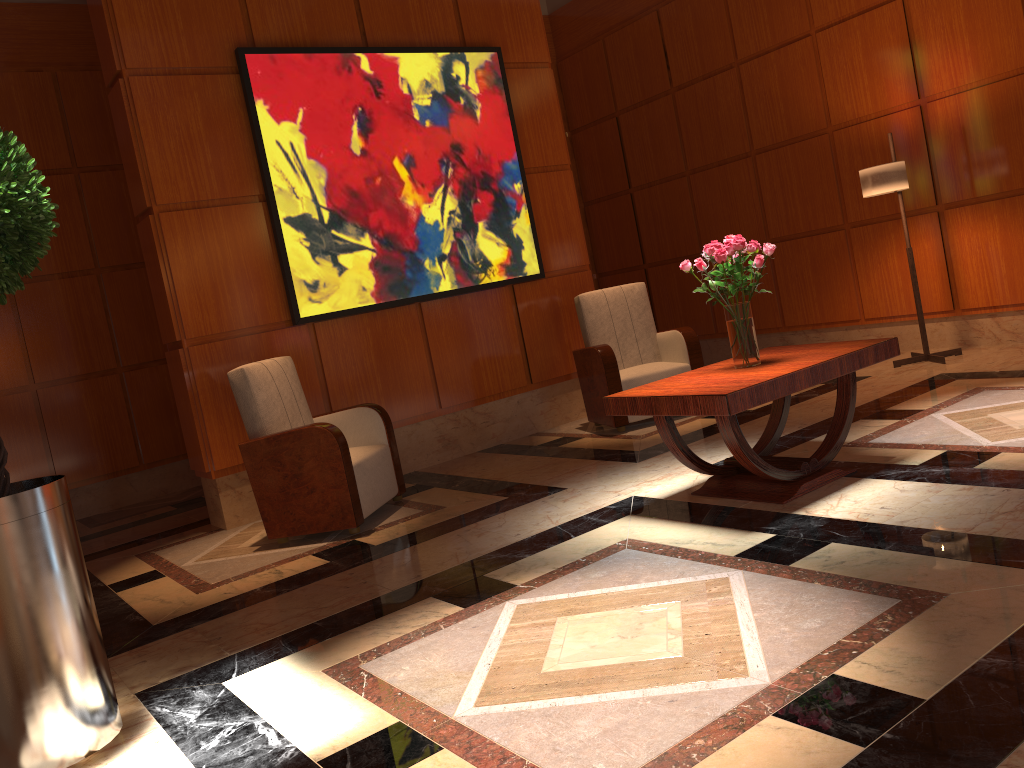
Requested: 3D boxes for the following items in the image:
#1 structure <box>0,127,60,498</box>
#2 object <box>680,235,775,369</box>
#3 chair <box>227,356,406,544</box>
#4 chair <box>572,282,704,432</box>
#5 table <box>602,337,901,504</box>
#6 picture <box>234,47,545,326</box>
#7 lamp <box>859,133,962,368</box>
[{"bbox_3d":[-1.599,-0.002,2.578,0.720,1.708,0.725,-9,5,34],"label":"structure"},{"bbox_3d":[1.006,-0.371,3.979,0.351,0.594,0.327,-12,4,-14],"label":"object"},{"bbox_3d":[-1.080,0.298,4.926,0.627,0.958,0.741,-10,4,15],"label":"chair"},{"bbox_3d":[0.871,-0.229,6.303,0.739,0.958,0.629,-12,4,-15],"label":"chair"},{"bbox_3d":[1.121,0.184,3.980,1.173,0.533,0.723,-15,6,-34],"label":"table"},{"bbox_3d":[-0.732,-1.430,6.068,2.005,1.732,0.056,-14,5,-34],"label":"picture"},{"bbox_3d":[2.788,-0.956,6.292,0.529,1.657,0.359,-15,5,-44],"label":"lamp"}]
